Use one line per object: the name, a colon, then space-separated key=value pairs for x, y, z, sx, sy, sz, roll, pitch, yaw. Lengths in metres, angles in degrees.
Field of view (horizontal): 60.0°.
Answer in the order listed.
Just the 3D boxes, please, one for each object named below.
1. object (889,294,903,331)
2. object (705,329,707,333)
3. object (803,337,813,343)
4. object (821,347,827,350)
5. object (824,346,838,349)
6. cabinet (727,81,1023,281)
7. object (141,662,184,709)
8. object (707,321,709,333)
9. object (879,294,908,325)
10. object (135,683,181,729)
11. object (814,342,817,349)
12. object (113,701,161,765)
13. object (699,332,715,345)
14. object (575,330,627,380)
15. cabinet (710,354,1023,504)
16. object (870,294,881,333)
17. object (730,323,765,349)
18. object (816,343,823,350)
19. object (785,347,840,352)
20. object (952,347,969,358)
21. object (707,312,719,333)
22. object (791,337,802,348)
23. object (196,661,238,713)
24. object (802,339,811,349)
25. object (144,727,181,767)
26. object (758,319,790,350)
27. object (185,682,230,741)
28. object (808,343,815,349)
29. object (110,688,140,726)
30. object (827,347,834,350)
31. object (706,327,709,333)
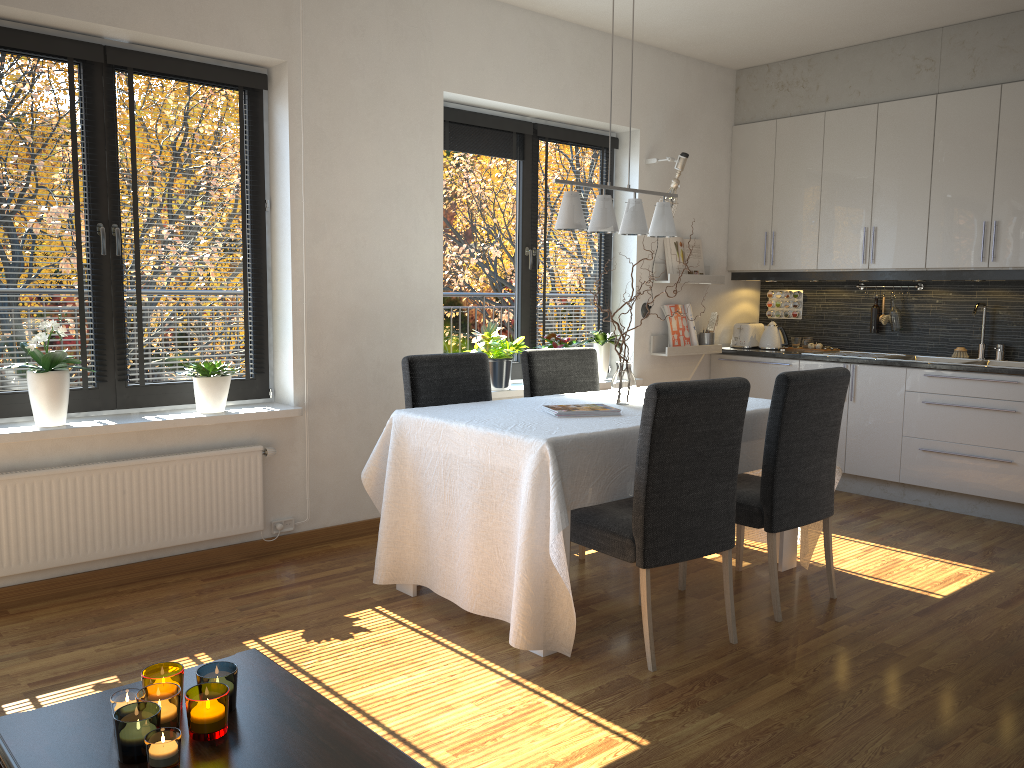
object: x=2.520 y=-0.465 z=5.809 sx=0.093 sy=0.243 sz=0.073 roll=3 pitch=7 yaw=22
object: x=1.341 y=-0.337 z=6.171 sx=0.086 sy=0.161 sz=0.007 roll=-5 pitch=9 yaw=-40
object: x=2.083 y=-0.292 z=6.247 sx=0.071 sy=0.076 sz=0.071 roll=-5 pitch=8 yaw=-41
object: x=2.155 y=-0.253 z=6.184 sx=0.024 sy=0.015 sz=0.248 roll=1 pitch=6 yaw=4
object: x=2.201 y=-0.259 z=6.183 sx=0.021 sy=0.026 sz=0.173 roll=-3 pitch=7 yaw=-32
cabinet: x=3.086 y=-1.105 z=4.830 sx=0.457 sy=1.071 sz=4.231 roll=-5 pitch=8 yaw=-41
object: x=-0.686 y=0.601 z=1.745 sx=0.079 sy=0.081 sz=0.079 roll=7 pitch=9 yaw=43
object: x=1.347 y=-0.333 z=6.124 sx=0.007 sy=0.201 sz=0.020 roll=-2 pitch=7 yaw=-20
object: x=2.517 y=-0.487 z=5.831 sx=0.188 sy=0.204 sz=0.072 roll=5 pitch=8 yaw=36
object: x=-0.657 y=0.612 z=1.651 sx=0.079 sy=0.081 sz=0.079 roll=7 pitch=9 yaw=43
object: x=2.111 y=-0.267 z=6.149 sx=0.044 sy=0.050 sz=0.043 roll=1 pitch=6 yaw=2
object: x=-0.664 y=0.620 z=1.573 sx=0.079 sy=0.081 sz=0.079 roll=7 pitch=9 yaw=43
object: x=1.349 y=-0.293 z=6.139 sx=0.103 sy=0.124 sz=0.103 roll=-5 pitch=9 yaw=-43
object: x=0.560 y=-0.183 z=5.609 sx=0.353 sy=0.316 sz=0.292 roll=6 pitch=8 yaw=40
cabinet: x=2.797 y=0.310 z=4.756 sx=0.040 sy=0.691 sz=4.219 roll=-5 pitch=8 yaw=-41
object: x=2.432 y=-0.472 z=5.932 sx=0.060 sy=0.257 sz=0.060 roll=-2 pitch=7 yaw=-19
object: x=1.693 y=-0.342 z=6.356 sx=0.253 sy=0.192 sz=0.175 roll=-5 pitch=8 yaw=-41
object: x=2.111 y=-0.258 z=6.095 sx=0.044 sy=0.043 sz=0.043 roll=-5 pitch=9 yaw=-44
object: x=2.087 y=-0.243 z=6.198 sx=0.212 sy=0.012 sz=0.335 roll=-4 pitch=8 yaw=-39
object: x=2.787 y=-0.195 z=5.509 sx=0.097 sy=0.065 sz=0.099 roll=6 pitch=8 yaw=40
object: x=1.391 y=-0.366 z=6.123 sx=0.059 sy=0.268 sz=0.119 roll=6 pitch=9 yaw=40
object: x=1.992 y=-0.290 z=6.218 sx=0.071 sy=0.076 sz=0.071 roll=6 pitch=8 yaw=41
object: x=-0.581 y=0.602 z=1.750 sx=0.079 sy=0.081 sz=0.079 roll=7 pitch=9 yaw=43
object: x=2.053 y=-0.279 z=6.180 sx=0.065 sy=0.064 sz=0.065 roll=-5 pitch=8 yaw=-41
object: x=-0.601 y=0.635 z=1.530 sx=0.060 sy=0.061 sz=0.059 roll=-4 pitch=8 yaw=-36
object: x=1.823 y=-0.338 z=6.196 sx=0.178 sy=0.236 sz=0.204 roll=0 pitch=6 yaw=-5
object: x=-0.568 y=0.612 z=1.655 sx=0.079 sy=0.081 sz=0.079 roll=7 pitch=9 yaw=43
object: x=2.063 y=-0.260 z=6.113 sx=0.046 sy=0.045 sz=0.045 roll=-4 pitch=8 yaw=-38
object: x=-0.727 y=0.618 z=1.678 sx=0.060 sy=0.061 sz=0.059 roll=-4 pitch=8 yaw=-36
object: x=2.179 y=-0.254 z=6.176 sx=0.024 sy=0.017 sz=0.248 roll=0 pitch=6 yaw=-6
object: x=1.333 y=-0.322 z=6.127 sx=0.067 sy=0.165 sz=0.007 roll=-2 pitch=7 yaw=-18
